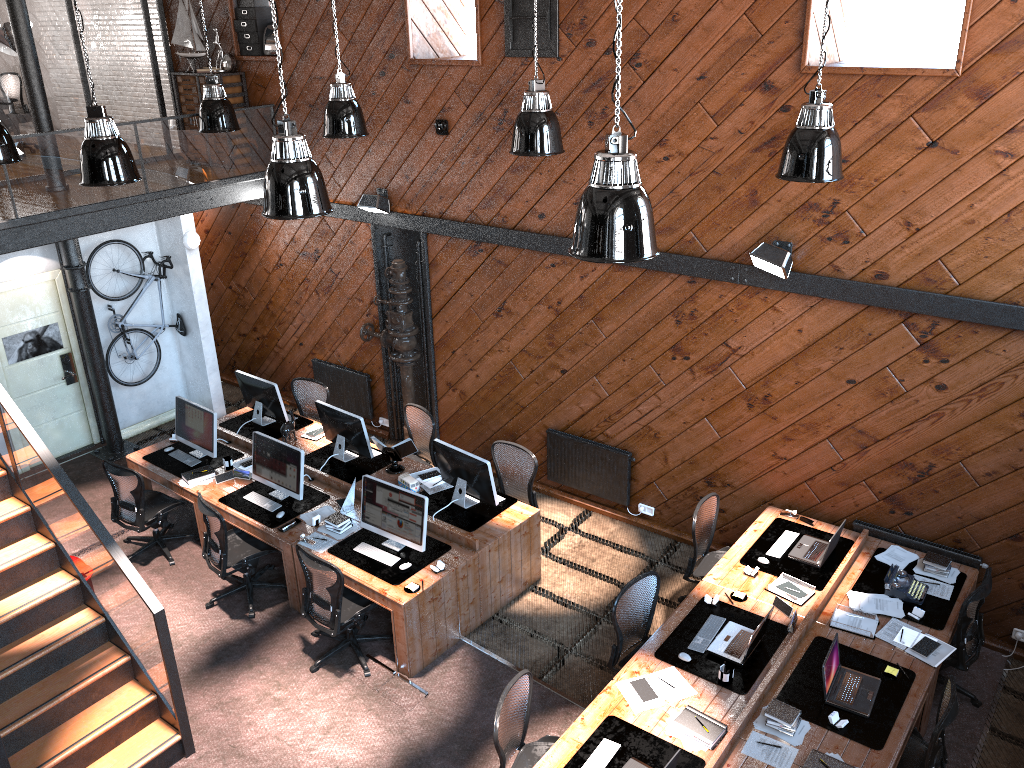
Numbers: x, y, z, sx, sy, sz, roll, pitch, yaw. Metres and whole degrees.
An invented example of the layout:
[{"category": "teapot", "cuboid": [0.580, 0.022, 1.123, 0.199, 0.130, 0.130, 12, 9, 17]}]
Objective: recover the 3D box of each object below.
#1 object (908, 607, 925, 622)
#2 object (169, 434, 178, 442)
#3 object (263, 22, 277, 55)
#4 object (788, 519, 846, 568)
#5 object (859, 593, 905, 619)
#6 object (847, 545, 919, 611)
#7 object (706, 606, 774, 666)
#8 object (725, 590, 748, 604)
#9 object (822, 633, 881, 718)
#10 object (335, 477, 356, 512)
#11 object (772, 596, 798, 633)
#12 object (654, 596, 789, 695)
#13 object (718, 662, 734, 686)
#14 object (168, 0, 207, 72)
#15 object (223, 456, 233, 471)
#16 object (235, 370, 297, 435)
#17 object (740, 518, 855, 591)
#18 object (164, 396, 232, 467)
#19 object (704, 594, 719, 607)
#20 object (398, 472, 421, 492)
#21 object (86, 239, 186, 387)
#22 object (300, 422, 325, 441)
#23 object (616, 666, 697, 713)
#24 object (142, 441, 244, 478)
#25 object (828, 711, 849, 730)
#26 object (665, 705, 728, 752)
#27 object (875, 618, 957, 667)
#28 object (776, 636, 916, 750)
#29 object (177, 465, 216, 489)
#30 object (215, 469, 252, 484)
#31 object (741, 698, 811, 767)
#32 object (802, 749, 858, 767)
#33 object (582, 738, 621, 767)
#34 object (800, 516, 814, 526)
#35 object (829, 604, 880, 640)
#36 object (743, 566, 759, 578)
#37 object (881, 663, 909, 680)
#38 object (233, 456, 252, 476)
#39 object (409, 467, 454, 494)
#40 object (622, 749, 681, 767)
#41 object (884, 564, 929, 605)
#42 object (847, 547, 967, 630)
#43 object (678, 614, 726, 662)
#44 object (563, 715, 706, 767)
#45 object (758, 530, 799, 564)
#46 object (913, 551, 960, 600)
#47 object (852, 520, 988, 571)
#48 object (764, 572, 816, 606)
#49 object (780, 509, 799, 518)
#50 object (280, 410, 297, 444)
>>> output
[{"category": "object", "cuboid": [2.963, 1.687, 6.503, 0.106, 0.063, 0.082, -17, 28, -32]}, {"category": "object", "cuboid": [-3.623, 0.580, 9.522, 0.082, 0.063, 0.106, 2, 23, 7]}, {"category": "object", "cuboid": [-2.630, -4.012, 10.273, 0.365, 0.353, 0.384, 15, 28, 34]}, {"category": "object", "cuboid": [2.494, 1.261, 7.253, 0.323, 0.283, 0.390, 15, 28, 34]}, {"category": "object", "cuboid": [2.765, 1.658, 6.637, 0.315, 0.002, 0.246, 6, 24, 16]}, {"category": "object", "cuboid": [2.909, 1.522, 6.957, 0.356, 0.002, 1.058, 14, 28, 32]}, {"category": "object", "cuboid": [1.593, 1.710, 6.194, 0.320, 0.288, 0.380, 15, 28, 34]}, {"category": "object", "cuboid": [1.730, 1.623, 6.796, 0.154, 0.026, 0.158, -6, 24, -10]}, {"category": "object", "cuboid": [2.223, 1.894, 5.794, 0.323, 0.283, 0.390, 12, 27, 30]}, {"category": "object", "cuboid": [-1.531, 0.990, 8.105, 0.165, 0.320, 0.178, -22, 31, -39]}, {"category": "object", "cuboid": [2.041, 1.692, 6.544, 0.129, 0.083, 0.347, -3, 23, -3]}, {"category": "object", "cuboid": [1.507, 1.840, 6.330, 0.687, 0.008, 0.848, 15, 28, 34]}, {"category": "object", "cuboid": [1.434, 1.944, 5.942, 0.099, 0.138, 0.078, -20, 29, -37]}, {"category": "object", "cuboid": [-3.882, -4.231, 10.546, 0.789, 0.989, 0.140, 15, 28, 34]}, {"category": "object", "cuboid": [-2.854, 0.789, 8.907, 0.078, 0.138, 0.099, -17, 28, -32]}, {"category": "object", "cuboid": [-2.731, 0.167, 9.810, 0.648, 0.576, 0.799, -4, 23, -6]}, {"category": "object", "cuboid": [2.364, 1.388, 7.330, 0.687, 0.008, 0.848, 15, 28, 34]}, {"category": "object", "cuboid": [-3.294, 0.485, 9.111, 0.692, 0.581, 0.586, -3, 23, -4]}, {"category": "object", "cuboid": [1.512, 1.632, 6.725, 0.106, 0.063, 0.082, 6, 24, 18]}, {"category": "object", "cuboid": [-0.981, 0.948, 8.461, 0.128, 0.146, 0.253, -19, 29, -35]}, {"category": "object", "cuboid": [-4.537, -0.898, 10.881, 0.655, 1.846, 1.022, 4, 24, 12]}, {"category": "object", "cuboid": [-2.104, 0.511, 9.595, 0.229, 0.060, 0.316, 12, 26, 28]}, {"category": "object", "cuboid": [0.961, 2.025, 5.911, 0.467, 0.017, 0.304, -9, 24, -18]}, {"category": "object", "cuboid": [-3.299, 0.748, 9.179, 0.848, 0.008, 0.687, 16, 29, 35]}, {"category": "object", "cuboid": [2.050, 2.114, 5.570, 0.082, 0.063, 0.106, -20, 29, -37]}, {"category": "object", "cuboid": [1.140, 2.146, 5.564, 0.325, 0.065, 0.363, -18, 28, -34]}, {"category": "object", "cuboid": [2.847, 1.815, 6.276, 0.304, 0.017, 0.467, -20, 29, -36]}, {"category": "object", "cuboid": [2.213, 2.017, 5.872, 0.687, 0.008, 0.848, 15, 28, 34]}, {"category": "object", "cuboid": [-3.101, 0.908, 8.718, 0.363, 0.065, 0.325, -13, 26, -25]}, {"category": "object", "cuboid": [-2.736, 0.895, 8.703, 0.347, 0.083, 0.129, -7, 24, -12]}, {"category": "object", "cuboid": [1.636, 2.146, 5.490, 0.319, 0.098, 0.478, 14, 28, 32]}, {"category": "object", "cuboid": [1.908, 2.278, 5.207, 0.325, 0.065, 0.363, -21, 30, -38]}, {"category": "object", "cuboid": [0.458, 2.306, 5.266, 0.139, 0.040, 0.577, 15, 28, 34]}, {"category": "object", "cuboid": [2.570, 1.191, 7.731, 0.022, 0.042, 0.134, -18, 28, -34]}, {"category": "object", "cuboid": [2.499, 1.729, 6.462, 0.316, 0.060, 0.229, 12, 26, 28]}, {"category": "object", "cuboid": [1.905, 1.485, 7.063, 0.106, 0.063, 0.082, 14, 28, 32]}, {"category": "object", "cuboid": [2.574, 1.940, 5.991, 0.154, 0.026, 0.158, -4, 23, -5]}, {"category": "object", "cuboid": [-2.585, 0.824, 8.923, 0.467, 0.017, 0.304, 20, 31, 41]}, {"category": "object", "cuboid": [-0.767, 0.924, 8.576, 0.304, 0.017, 0.467, -14, 26, -27]}, {"category": "object", "cuboid": [0.723, 2.239, 5.083, 0.323, 0.283, 0.390, 17, 29, 36]}, {"category": "object", "cuboid": [3.015, 1.531, 6.776, 0.290, 0.116, 0.322, 14, 28, 32]}, {"category": "object", "cuboid": [3.069, 1.566, 6.872, 0.687, 0.008, 0.848, 15, 28, 34]}, {"category": "object", "cuboid": [1.369, 1.818, 6.346, 0.139, 0.040, 0.577, 15, 28, 33]}, {"category": "object", "cuboid": [0.654, 2.340, 5.217, 0.687, 0.008, 0.848, 15, 28, 34]}, {"category": "object", "cuboid": [2.222, 1.357, 7.368, 0.139, 0.040, 0.577, 17, 29, 37]}, {"category": "object", "cuboid": [3.297, 1.474, 6.922, 0.319, 0.098, 0.478, 14, 28, 32]}, {"category": "object", "cuboid": [3.366, 1.576, 7.450, 1.064, 0.628, 0.073, 15, 28, 34]}, {"category": "object", "cuboid": [2.145, 1.577, 6.841, 0.316, 0.060, 0.229, 20, 31, 41]}, {"category": "object", "cuboid": [2.454, 1.138, 7.838, 0.159, 0.064, 0.054, 11, 26, 28]}, {"category": "object", "cuboid": [-2.363, 0.441, 9.404, 0.135, 0.351, 0.229, 14, 28, 32]}]
